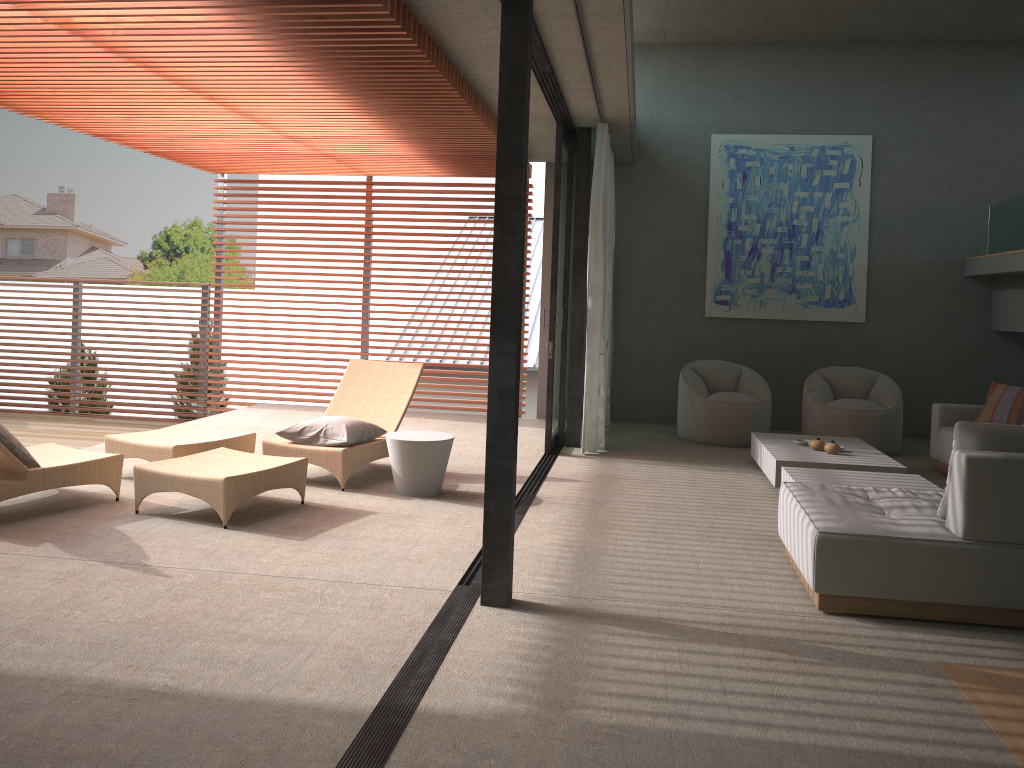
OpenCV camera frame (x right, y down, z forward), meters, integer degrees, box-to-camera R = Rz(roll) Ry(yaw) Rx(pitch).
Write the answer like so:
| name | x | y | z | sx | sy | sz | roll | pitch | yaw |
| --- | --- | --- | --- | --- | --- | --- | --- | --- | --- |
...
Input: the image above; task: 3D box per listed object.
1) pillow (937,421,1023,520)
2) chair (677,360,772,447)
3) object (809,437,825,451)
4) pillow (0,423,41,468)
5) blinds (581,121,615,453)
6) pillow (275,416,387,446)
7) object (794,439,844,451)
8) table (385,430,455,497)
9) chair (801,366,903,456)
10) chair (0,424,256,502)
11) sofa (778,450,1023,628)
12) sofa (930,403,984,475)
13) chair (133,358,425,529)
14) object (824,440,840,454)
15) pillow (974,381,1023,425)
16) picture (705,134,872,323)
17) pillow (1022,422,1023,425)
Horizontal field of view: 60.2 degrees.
| name | x | y | z | sx | sy | sz | roll | pitch | yaw |
| --- | --- | --- | --- | --- | --- | --- | --- | --- | --- |
| pillow | 2.201 | 0.409 | 3.961 | 0.492 | 0.483 | 0.266 | 2 | 2 | 9 |
| chair | 2.145 | 0.176 | 8.923 | 0.923 | 0.786 | 0.922 | 3 | 3 | 12 |
| object | 2.381 | 0.465 | 6.884 | 0.119 | 0.106 | 0.120 | 3 | 3 | 13 |
| pillow | -3.086 | 0.276 | 5.071 | 0.609 | 0.426 | 0.427 | 4 | 3 | 26 |
| blinds | 0.913 | -0.947 | 8.921 | 0.223 | 2.920 | 2.430 | 2 | 2 | 8 |
| pillow | -1.309 | 0.338 | 6.449 | 0.596 | 0.194 | 0.595 | 4 | 5 | 19 |
| object | 2.431 | 0.489 | 7.008 | 0.154 | 0.040 | 0.439 | -2 | 6 | -36 |
| table | -0.643 | 0.553 | 6.119 | 0.474 | 0.392 | 0.477 | 1 | 3 | -10 |
| chair | 3.328 | 0.243 | 8.655 | 0.924 | 0.786 | 0.921 | 4 | 4 | 32 |
| chair | -2.741 | 0.295 | 5.755 | 0.701 | 0.825 | 2.298 | 3 | 5 | 27 |
| sofa | 2.168 | 0.624 | 4.213 | 1.596 | 0.732 | 1.016 | 3 | 4 | 8 |
| sofa | 3.906 | 0.517 | 5.929 | 1.049 | 0.751 | 3.470 | 3 | 5 | 8 |
| chair | -1.472 | 0.303 | 6.153 | 0.701 | 0.825 | 2.299 | 3 | 5 | 23 |
| object | 2.443 | 0.480 | 6.742 | 0.120 | 0.106 | 0.119 | 5 | 4 | 43 |
| pillow | 4.077 | 0.217 | 7.123 | 0.340 | 0.441 | 0.658 | 0 | 4 | -38 |
| picture | 3.057 | -1.739 | 9.813 | 1.720 | 2.047 | 0.030 | 2 | 1 | 8 |
| pillow | 4.146 | 0.300 | 6.762 | 0.226 | 0.324 | 0.465 | 1 | 4 | -29 |
